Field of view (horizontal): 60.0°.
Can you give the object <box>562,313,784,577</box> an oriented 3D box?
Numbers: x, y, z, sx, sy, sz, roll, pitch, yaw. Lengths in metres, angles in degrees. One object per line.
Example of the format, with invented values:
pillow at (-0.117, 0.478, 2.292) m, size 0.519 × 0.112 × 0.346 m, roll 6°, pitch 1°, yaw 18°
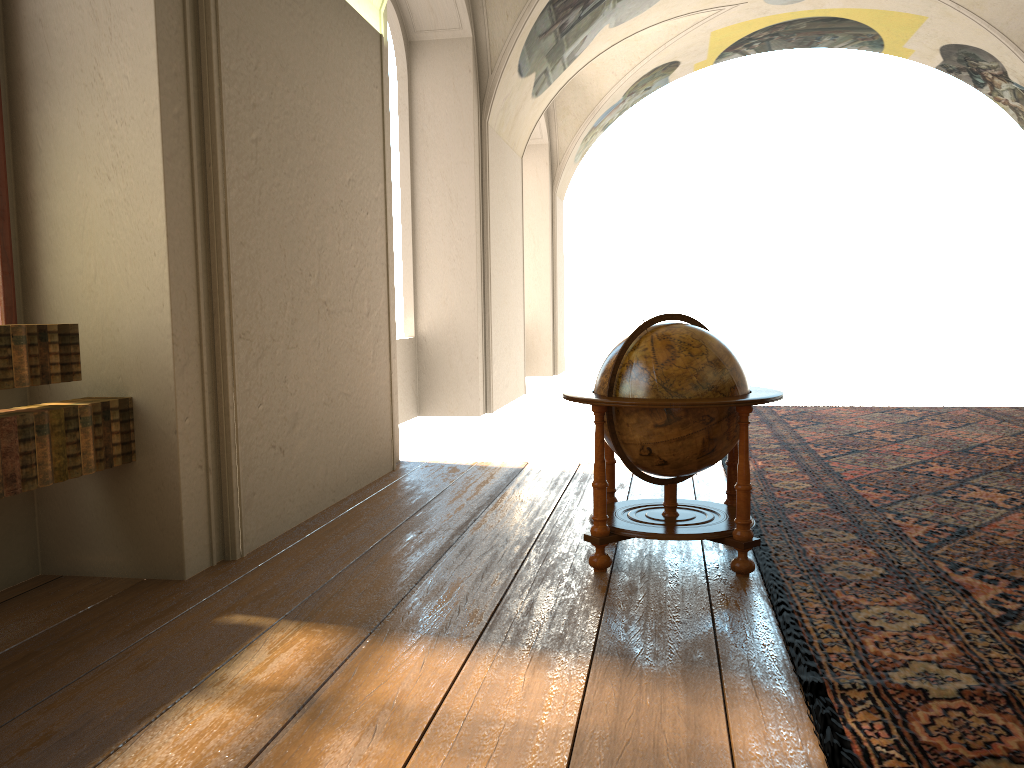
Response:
object at (0.943, 0.306, 5.271) m, size 1.278 × 1.451 × 1.278 m, roll -6°, pitch 7°, yaw -42°
